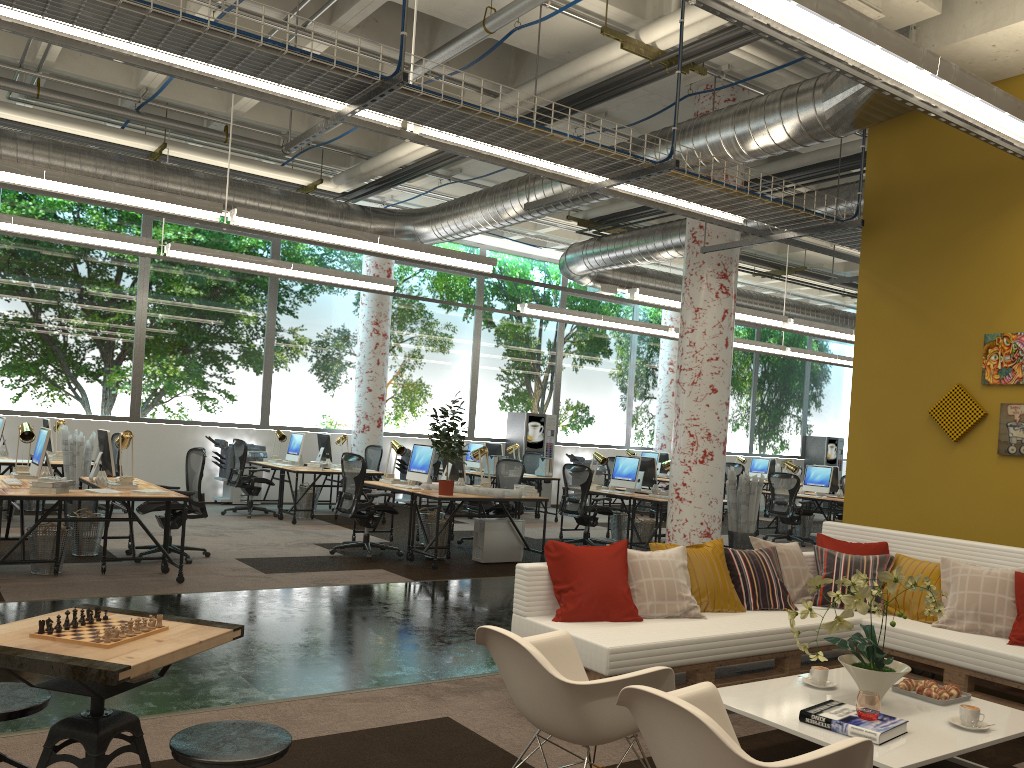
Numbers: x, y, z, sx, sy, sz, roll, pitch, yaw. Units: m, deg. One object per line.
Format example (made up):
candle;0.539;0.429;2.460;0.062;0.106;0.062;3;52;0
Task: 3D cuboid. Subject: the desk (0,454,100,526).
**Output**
desk;-5.992;1.267;10.869;1.404;0.724;1.939;5;-3;-35

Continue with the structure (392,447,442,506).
structure;-1.680;1.651;15.921;1.060;1.057;0.502;5;-1;-35

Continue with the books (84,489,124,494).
books;-3.345;0.881;7.265;0.243;0.019;0.206;2;-4;32

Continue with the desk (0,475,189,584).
desk;-3.823;1.246;7.752;1.404;0.724;1.939;5;-3;-35

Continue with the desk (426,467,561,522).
desk;-0.345;1.845;14.833;1.404;0.724;1.939;5;-3;-35

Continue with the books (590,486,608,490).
books;1.142;1.420;12.179;0.226;0.038;0.308;6;-4;-35

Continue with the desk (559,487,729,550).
desk;1.782;1.825;11.803;1.404;0.724;1.939;5;-3;-35

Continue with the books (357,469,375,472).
books;-2.115;1.244;12.717;0.200;0.024;0.236;2;-3;28

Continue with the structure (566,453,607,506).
structure;1.578;1.984;18.208;1.060;1.057;0.502;5;-1;-35

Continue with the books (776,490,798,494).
books;4.451;1.752;14.382;0.226;0.038;0.308;6;-4;-35

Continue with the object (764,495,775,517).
object;5.481;2.575;18.695;0.354;0.435;0.358;5;-1;-38

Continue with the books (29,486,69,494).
books;-3.646;0.830;6.982;0.200;0.050;0.272;4;-3;-7

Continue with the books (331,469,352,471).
books;-2.421;1.218;12.553;0.243;0.019;0.206;2;-4;32

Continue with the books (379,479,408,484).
books;-1.379;1.136;10.326;0.226;0.038;0.308;6;-4;-35

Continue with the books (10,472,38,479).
books;-4.463;0.841;8.128;0.226;0.038;0.308;6;-4;-35

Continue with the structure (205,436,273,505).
structure;-4.326;1.380;14.061;1.060;1.057;0.502;5;-1;-35

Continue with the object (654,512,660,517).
object;1.454;2.180;16.167;3.415;0.437;0.366;5;-2;-25

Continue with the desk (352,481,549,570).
desk;-0.739;1.542;9.950;1.404;0.724;1.939;5;-3;-35

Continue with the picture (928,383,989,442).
picture;3.217;0.207;6.398;0.047;0.424;0.424;4;-1;-35

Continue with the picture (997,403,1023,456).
picture;3.464;0.311;6.053;0.027;0.355;0.252;4;-1;-35

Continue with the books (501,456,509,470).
books;-0.149;1.297;14.048;0.068;0.310;0.233;4;-1;-35

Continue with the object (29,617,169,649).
object;-1.246;0.752;2.687;0.273;0.012;0.273;3;-3;15

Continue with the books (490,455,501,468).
books;-0.270;1.285;13.963;0.068;0.310;0.233;4;-1;-35

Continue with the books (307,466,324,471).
books;-2.722;1.168;12.271;0.200;0.050;0.272;4;-3;-7

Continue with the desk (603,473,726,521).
desk;2.913;2.178;17.120;1.404;0.724;1.939;5;-3;-35

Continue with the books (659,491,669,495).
books;2.158;1.470;11.855;0.226;0.038;0.308;6;-4;-35

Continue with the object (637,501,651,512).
object;2.666;2.346;17.839;0.354;0.435;0.358;5;-1;-38

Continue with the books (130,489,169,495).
books;-3.039;0.906;7.428;0.200;0.024;0.236;2;-3;28

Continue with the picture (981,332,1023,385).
picture;3.436;-0.175;6.137;0.027;0.355;0.330;4;-1;-35

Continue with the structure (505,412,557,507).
structure;0.342;1.480;17.320;0.751;1.810;0.637;4;0;-35

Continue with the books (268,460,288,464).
books;-3.539;1.179;13.417;0.226;0.038;0.308;6;-4;-35

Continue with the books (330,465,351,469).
books;-2.523;1.228;13.093;0.226;0.038;0.308;6;-4;-35

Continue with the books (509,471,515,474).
books;0.030;1.490;14.886;0.226;0.038;0.308;6;-4;-35

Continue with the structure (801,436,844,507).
structure;7.972;2.260;22.676;0.751;1.810;0.637;4;0;-35

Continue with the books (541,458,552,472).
books;0.557;1.369;14.543;0.068;0.310;0.233;4;-1;-35

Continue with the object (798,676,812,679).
object;1.451;1.427;4.291;0.132;0.011;0.028;3;-3;10

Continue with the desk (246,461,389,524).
desk;-2.899;1.584;13.041;1.404;0.724;1.939;5;-3;-35

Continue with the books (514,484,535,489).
books;0.135;1.117;9.639;0.153;0.030;0.185;6;-4;-37

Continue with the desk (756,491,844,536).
desk;5.092;2.157;14.005;1.404;0.724;1.939;5;-3;-35

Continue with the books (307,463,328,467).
books;-2.698;1.123;12.288;0.193;0.044;0.258;3;-3;12

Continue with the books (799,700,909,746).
books;1.399;1.384;3.630;0.280;0.048;0.333;7;-4;-44

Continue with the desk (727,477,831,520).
desk;5.568;2.450;18.984;1.404;0.724;1.939;5;-3;-35

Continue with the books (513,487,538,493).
books;0.146;1.149;9.647;0.193;0.044;0.257;5;-3;-17

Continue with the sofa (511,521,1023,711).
sofa;1.737;1.346;4.869;2.861;0.931;2.016;6;-3;-35

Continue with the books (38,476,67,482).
books;-3.635;0.753;6.999;0.153;0.030;0.185;4;-3;-7

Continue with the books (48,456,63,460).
books;-5.617;0.912;10.922;0.226;0.038;0.308;6;-4;-35

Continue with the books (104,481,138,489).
books;-3.447;0.891;7.805;0.226;0.038;0.308;6;-4;-35

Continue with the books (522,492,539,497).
books;0.133;1.194;9.622;0.201;0.050;0.271;6;-4;-37

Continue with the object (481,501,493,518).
object;-0.432;1.970;14.544;0.354;0.435;0.358;5;-1;-38

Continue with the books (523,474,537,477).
books;0.259;1.487;14.383;0.200;0.024;0.236;2;-3;28

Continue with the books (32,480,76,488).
books;-3.622;0.785;6.999;0.193;0.044;0.258;3;-3;12

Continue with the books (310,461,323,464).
books;-2.711;1.091;12.287;0.153;0.030;0.185;4;-3;-7
